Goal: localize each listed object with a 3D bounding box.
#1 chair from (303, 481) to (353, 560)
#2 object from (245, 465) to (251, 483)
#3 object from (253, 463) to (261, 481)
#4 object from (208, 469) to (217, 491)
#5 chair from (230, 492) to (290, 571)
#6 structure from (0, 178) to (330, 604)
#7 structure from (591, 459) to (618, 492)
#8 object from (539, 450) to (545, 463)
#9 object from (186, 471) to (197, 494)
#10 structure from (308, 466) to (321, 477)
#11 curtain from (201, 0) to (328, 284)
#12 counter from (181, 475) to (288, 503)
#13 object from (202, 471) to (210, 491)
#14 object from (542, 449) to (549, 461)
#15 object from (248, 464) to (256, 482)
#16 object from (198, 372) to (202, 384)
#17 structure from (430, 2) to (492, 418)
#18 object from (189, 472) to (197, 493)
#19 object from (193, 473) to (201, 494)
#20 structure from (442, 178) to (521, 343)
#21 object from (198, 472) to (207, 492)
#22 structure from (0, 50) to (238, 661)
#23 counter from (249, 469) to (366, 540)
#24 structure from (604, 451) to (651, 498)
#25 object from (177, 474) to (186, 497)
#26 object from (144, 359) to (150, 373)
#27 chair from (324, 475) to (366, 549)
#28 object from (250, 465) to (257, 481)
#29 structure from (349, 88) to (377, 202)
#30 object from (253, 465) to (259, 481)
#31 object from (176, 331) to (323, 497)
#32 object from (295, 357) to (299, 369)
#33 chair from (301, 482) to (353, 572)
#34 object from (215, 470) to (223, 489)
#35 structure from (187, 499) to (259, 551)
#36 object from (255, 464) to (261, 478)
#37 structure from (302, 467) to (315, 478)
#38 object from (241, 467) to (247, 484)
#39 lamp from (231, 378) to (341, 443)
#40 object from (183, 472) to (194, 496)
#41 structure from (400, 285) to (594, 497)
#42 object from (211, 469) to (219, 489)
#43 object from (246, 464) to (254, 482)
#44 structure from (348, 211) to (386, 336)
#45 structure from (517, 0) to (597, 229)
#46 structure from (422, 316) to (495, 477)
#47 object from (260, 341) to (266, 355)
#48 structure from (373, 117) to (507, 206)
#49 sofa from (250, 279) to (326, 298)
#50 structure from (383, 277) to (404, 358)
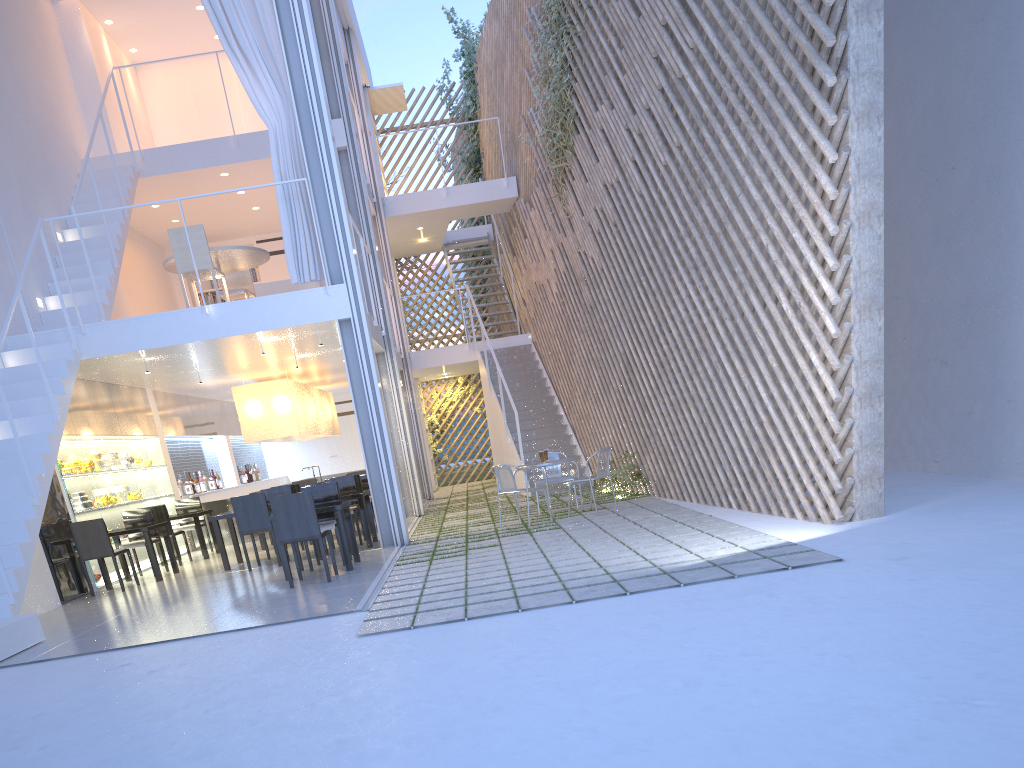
[{"bbox_3d":[-1.041,0.782,4.749,0.192,0.468,0.219,-9,13,-2],"label":"chair"},{"bbox_3d":[-2.790,0.949,8.675,0.044,0.207,0.042,-11,16,-10],"label":"object"},{"bbox_3d":[-2.825,0.971,9.079,0.047,0.217,0.042,5,20,38],"label":"object"},{"bbox_3d":[-2.735,0.869,7.483,0.046,0.217,0.042,-8,16,0],"label":"object"},{"bbox_3d":[-1.446,0.846,4.749,0.192,0.468,0.219,-9,13,-2],"label":"chair"},{"bbox_3d":[-1.556,-0.068,3.787,1.366,1.912,1.342,-9,10,-2],"label":"structure"},{"bbox_3d":[0.721,0.684,6.137,0.268,0.278,0.244,-8,8,6],"label":"structure"},{"bbox_3d":[0.178,0.433,4.889,0.031,0.082,0.029,5,19,41],"label":"object"},{"bbox_3d":[-2.668,0.723,5.954,0.106,0.303,1.970,-8,-3,-2],"label":"object"},{"bbox_3d":[-2.003,0.894,8.351,0.113,0.132,0.031,-8,16,0],"label":"structure"},{"bbox_3d":[-1.405,-1.755,4.083,0.514,2.587,0.088,-9,17,-3],"label":"curtain"},{"bbox_3d":[-2.727,1.248,8.359,0.232,0.455,3.463,-9,-3,-4],"label":"counter"},{"bbox_3d":[-2.743,0.872,7.364,0.045,0.199,0.042,7,22,43],"label":"object"},{"bbox_3d":[0.208,0.438,5.071,0.031,0.082,0.029,5,19,41],"label":"object"},{"bbox_3d":[-2.822,0.962,8.899,0.046,0.217,0.042,-8,16,0],"label":"object"},{"bbox_3d":[-2.157,-0.043,5.679,0.029,0.085,0.026,-6,15,9],"label":"object"},{"bbox_3d":[-0.381,-1.535,10.237,1.114,4.828,3.075,-9,11,-5],"label":"structure"},{"bbox_3d":[-2.699,0.730,5.997,0.067,0.304,2.042,-9,-3,-3],"label":"object"},{"bbox_3d":[-2.674,0.721,5.926,0.058,0.308,2.312,-9,-3,-3],"label":"object"},{"bbox_3d":[-0.389,-1.322,8.771,0.533,2.013,1.173,-10,12,-9],"label":"structure"},{"bbox_3d":[-2.730,0.862,7.245,0.044,0.199,0.039,-8,16,-1],"label":"object"},{"bbox_3d":[-1.859,-0.605,4.302,1.730,3.527,3.434,-9,7,-3],"label":"structure"},{"bbox_3d":[-1.715,1.078,7.764,0.814,0.394,2.399,-9,-3,-3],"label":"counter"},{"bbox_3d":[0.768,0.607,5.511,0.290,0.345,0.301,-11,9,-17],"label":"structure"},{"bbox_3d":[-2.690,0.720,5.846,0.046,0.304,1.780,-9,-3,-2],"label":"object"},{"bbox_3d":[-2.107,-0.104,4.735,0.029,0.085,0.026,-6,15,9],"label":"object"},{"bbox_3d":[-1.065,0.811,5.194,0.192,0.468,0.219,-9,13,-2],"label":"chair"},{"bbox_3d":[-2.825,0.974,8.969,0.045,0.199,0.042,7,22,42],"label":"object"},{"bbox_3d":[-1.237,-1.992,6.565,0.028,0.582,1.619,-9,-1,-4],"label":"structure"},{"bbox_3d":[-2.812,0.975,9.022,0.046,0.199,0.041,-9,16,-2],"label":"object"},{"bbox_3d":[-1.942,0.314,5.683,1.668,0.871,1.755,-9,1,-4],"label":"object"},{"bbox_3d":[-1.488,-0.149,5.679,0.029,0.085,0.026,-6,15,9],"label":"object"},{"bbox_3d":[-0.992,0.751,4.326,0.192,0.468,0.219,-9,13,-2],"label":"chair"},{"bbox_3d":[-2.750,0.895,7.711,0.040,0.194,0.040,-18,19,-30],"label":"object"},{"bbox_3d":[-2.329,1.114,6.577,0.556,0.397,0.011,-9,17,0],"label":"structure"},{"bbox_3d":[-2.826,0.983,9.141,0.044,0.199,0.039,-5,16,10],"label":"object"},{"bbox_3d":[-1.986,0.873,8.029,0.113,0.132,0.031,-8,16,0],"label":"structure"},{"bbox_3d":[-2.800,0.952,8.576,0.040,0.194,0.040,-18,19,-30],"label":"object"},{"bbox_3d":[-1.985,0.280,7.511,0.447,0.445,2.196,-9,-2,-3],"label":"lamp"},{"bbox_3d":[-2.666,0.720,5.910,0.047,0.304,1.900,-9,-3,-3],"label":"object"},{"bbox_3d":[-0.199,0.016,7.324,1.175,2.090,1.851,-10,8,-9],"label":"structure"},{"bbox_3d":[-2.763,0.887,7.643,0.044,0.207,0.042,-11,16,-10],"label":"object"},{"bbox_3d":[-2.815,0.955,8.816,0.046,0.218,0.042,-9,16,-2],"label":"object"},{"bbox_3d":[-0.949,-0.703,5.238,0.028,0.582,1.617,-9,-1,-4],"label":"structure"},{"bbox_3d":[0.436,-2.337,5.278,0.734,2.903,2.223,-11,10,-12],"label":"structure"},{"bbox_3d":[-0.623,0.207,9.948,1.145,2.136,0.265,-8,16,0],"label":"structure"},{"bbox_3d":[-1.438,-0.209,4.735,0.029,0.085,0.026,-6,15,9],"label":"object"},{"bbox_3d":[-0.648,-2.029,7.518,1.140,0.610,0.025,-9,17,0],"label":"structure"},{"bbox_3d":[-1.585,-0.502,6.215,0.499,0.389,0.936,-9,0,-3],"label":"sofa"},{"bbox_3d":[-1.042,-0.590,6.992,0.028,0.582,1.619,-9,-1,-4],"label":"structure"}]
